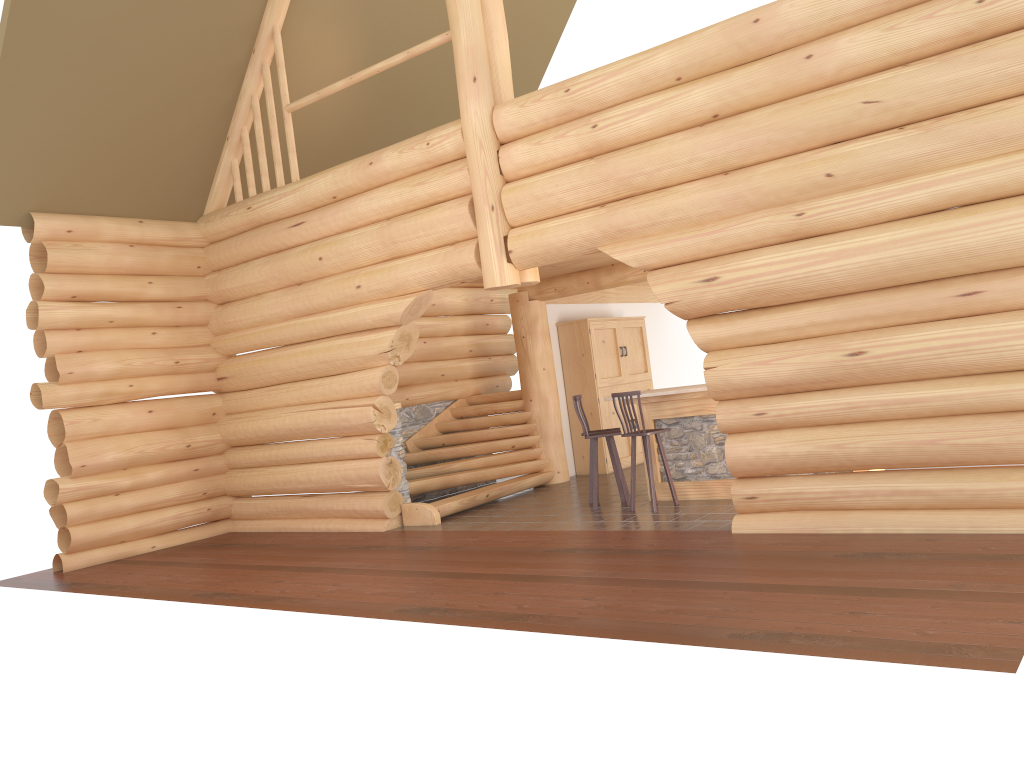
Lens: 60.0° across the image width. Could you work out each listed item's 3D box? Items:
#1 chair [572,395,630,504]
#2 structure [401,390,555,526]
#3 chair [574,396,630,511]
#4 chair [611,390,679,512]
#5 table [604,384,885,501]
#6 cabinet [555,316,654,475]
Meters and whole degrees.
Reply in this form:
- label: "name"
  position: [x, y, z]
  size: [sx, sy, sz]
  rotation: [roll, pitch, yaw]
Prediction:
- label: "chair"
  position: [1.084, 0.768, 10.852]
  size: [0.504, 1.319, 0.406]
  rotation: [-7, 0, 17]
- label: "structure"
  position: [-0.905, 0.865, 12.648]
  size: [1.951, 1.643, 3.604]
  rotation: [-7, 0, 31]
- label: "chair"
  position: [1.058, 0.773, 10.331]
  size: [0.504, 1.319, 0.406]
  rotation: [-7, 0, 6]
- label: "chair"
  position: [1.476, 0.720, 9.789]
  size: [0.504, 1.319, 0.406]
  rotation: [-7, 0, -43]
- label: "table"
  position: [2.792, 0.580, 9.968]
  size: [3.220, 1.257, 1.196]
  rotation: [-7, 0, 37]
- label: "cabinet"
  position: [1.644, 0.142, 14.497]
  size: [0.670, 2.403, 1.847]
  rotation: [-7, 0, 37]
